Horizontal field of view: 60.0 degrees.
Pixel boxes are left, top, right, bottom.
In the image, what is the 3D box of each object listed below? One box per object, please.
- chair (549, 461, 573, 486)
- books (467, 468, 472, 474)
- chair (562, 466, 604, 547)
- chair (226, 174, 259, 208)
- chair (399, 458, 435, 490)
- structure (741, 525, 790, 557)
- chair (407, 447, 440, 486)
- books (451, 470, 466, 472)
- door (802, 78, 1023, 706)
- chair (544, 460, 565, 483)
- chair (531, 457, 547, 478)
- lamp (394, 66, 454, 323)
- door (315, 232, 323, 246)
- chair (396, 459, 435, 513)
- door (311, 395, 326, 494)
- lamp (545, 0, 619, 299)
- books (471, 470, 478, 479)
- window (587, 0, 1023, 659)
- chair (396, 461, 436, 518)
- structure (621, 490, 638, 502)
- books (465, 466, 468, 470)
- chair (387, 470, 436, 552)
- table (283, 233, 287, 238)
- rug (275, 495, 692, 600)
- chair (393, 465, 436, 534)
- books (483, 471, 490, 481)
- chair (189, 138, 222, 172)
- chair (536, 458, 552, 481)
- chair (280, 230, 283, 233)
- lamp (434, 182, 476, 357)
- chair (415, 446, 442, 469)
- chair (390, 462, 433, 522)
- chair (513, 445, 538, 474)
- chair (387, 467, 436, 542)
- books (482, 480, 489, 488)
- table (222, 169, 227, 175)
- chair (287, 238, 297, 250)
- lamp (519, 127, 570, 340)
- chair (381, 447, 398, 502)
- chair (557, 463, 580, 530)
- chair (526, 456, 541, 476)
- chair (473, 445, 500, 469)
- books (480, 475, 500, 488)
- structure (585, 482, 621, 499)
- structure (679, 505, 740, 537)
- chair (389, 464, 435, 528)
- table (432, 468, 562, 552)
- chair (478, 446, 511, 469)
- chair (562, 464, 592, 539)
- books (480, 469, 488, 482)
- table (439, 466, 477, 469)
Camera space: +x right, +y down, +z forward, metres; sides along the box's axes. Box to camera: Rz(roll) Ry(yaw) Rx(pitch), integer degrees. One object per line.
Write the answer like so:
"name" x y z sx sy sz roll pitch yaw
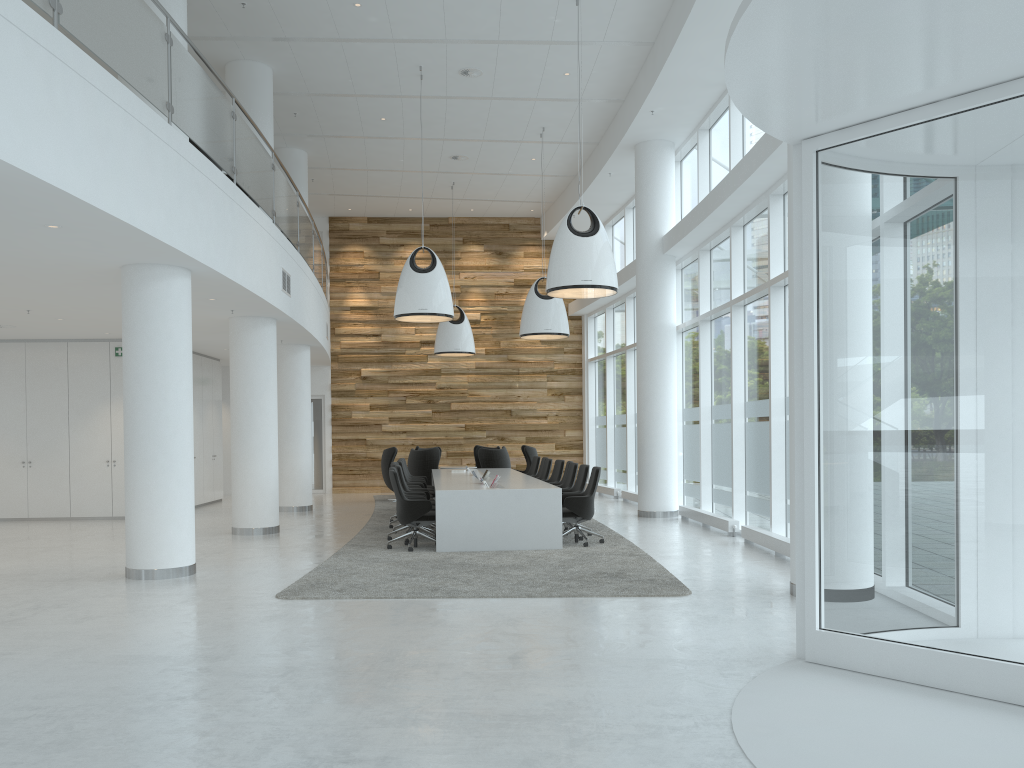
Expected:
"chair" 0.636 1.661 13.487 0.674 0.966 0.685 -1 -1 -1
"books" -0.744 1.619 16.043 0.139 0.223 0.162 -1 -1 -5
"chair" 0.814 1.523 11.099 0.674 0.966 0.685 -1 -1 -1
"chair" -3.807 -2.468 11.744 0.913 1.153 0.918 0 -1 -12
"chair" -1.776 1.853 16.403 0.674 0.966 0.685 -1 -1 -1
"structure" 2.990 1.813 9.836 0.150 0.213 2.692 -1 -3 -1
"chair" -1.637 1.840 17.824 0.914 1.153 0.917 -1 -1 14
"books" -0.948 1.542 15.750 0.224 0.026 0.264 -1 -3 4
"door" 3.136 0.005 3.773 2.996 3.111 2.998 -1 -1 4
"chair" 0.540 1.706 14.267 0.674 0.966 0.686 -1 -1 -11
"chair" 0.350 1.796 15.806 0.674 0.966 0.685 -1 -1 -6
"lamp" -1.305 -2.770 12.942 0.884 3.649 0.883 0 1 40
"door" -5.476 -2.490 21.534 1.805 2.402 0.132 -1 1 -3
"chair" -1.699 1.806 15.593 0.674 0.966 0.685 -1 -1 -6
"door" -5.433 1.475 21.583 1.805 2.402 0.132 -1 1 -3
"lamp" 0.828 -2.919 10.732 0.884 3.649 0.883 0 1 40
"books" -0.576 1.509 14.291 0.153 0.238 0.191 -1 -1 -6
"window" -17.884 -0.550 16.553 62.940 6.142 30.827 -3 -4 34
"chair" -1.609 1.759 14.778 0.674 0.966 0.685 -1 -1 -6
"structure" 2.487 2.220 16.921 0.150 0.213 2.692 -1 -3 -7
"books" -0.783 1.631 16.379 0.153 0.241 0.182 -1 -1 -5
"chair" -1.193 1.530 10.828 0.674 0.966 0.686 -1 -1 -11
"table" -4.077 -2.098 14.614 0.799 0.754 0.799 -2 -2 34
"rug" -0.647 2.197 14.084 3.938 0.010 13.461 0 -3 -5
"chair" -1.346 1.627 12.510 0.674 0.966 0.685 -1 -1 -6
"books" -0.432 1.486 13.967 0.158 0.241 0.352 -1 -2 -6
"chair" -3.750 -2.565 10.035 0.913 1.153 0.918 0 -1 -15
"chair" 0.385 1.749 14.991 0.674 0.966 0.685 -1 -1 -6
"chair" -4.026 -2.349 13.784 0.913 1.153 0.918 0 -1 -18
"lamp" -1.235 -2.438 18.801 0.884 3.649 0.883 0 1 33
"chair" -1.809 1.955 19.818 0.918 1.153 0.914 -1 -1 44
"chair" -1.597 1.715 14.015 0.674 0.966 0.685 -1 -1 -1
"chair" 0.108 1.889 19.016 0.917 1.153 0.914 0 -1 -16
"chair" -1.311 1.581 11.696 0.674 0.966 0.685 -1 -1 -6
"books" -0.309 1.362 11.529 0.143 0.226 0.203 -1 -1 -7
"table" -3.759 -2.314 10.867 0.799 0.754 0.800 0 -1 -15
"chair" -4.170 -2.251 15.488 0.913 1.153 0.918 0 -1 -15
"lamp" 0.551 -2.642 15.554 0.884 3.649 0.883 0 1 38
"chair" -2.300 1.900 18.754 0.917 1.153 0.914 0 -1 -16
"chair" 0.648 1.617 12.723 0.674 0.966 0.685 -1 -1 -6
"chair" 0.232 1.846 16.674 0.674 0.966 0.686 -1 -1 -11
"chair" -0.649 1.949 19.934 0.914 1.153 0.917 -1 -1 14
"books" -0.295 1.380 12.027 0.231 0.275 0.597 -1 -3 15
"structure" 2.024 2.403 20.047 0.150 0.213 2.692 -1 -3 -10
"structure" 2.863 1.994 13.010 0.150 0.213 2.692 -1 -3 -4
"chair" -1.501 1.670 13.235 0.674 0.966 0.686 -1 -1 -11
"table" -0.465 1.806 13.757 1.500 0.739 6.563 0 -3 -6
"chair" -0.457 1.832 17.912 0.918 1.153 0.914 -1 -1 44
"chair" 0.738 1.570 11.909 0.674 0.966 0.685 -1 -1 -6
"books" -0.446 1.467 13.946 0.139 0.229 0.357 -1 -2 -6
"table" -1.139 2.117 18.860 0.799 0.696 0.799 -1 -2 19
